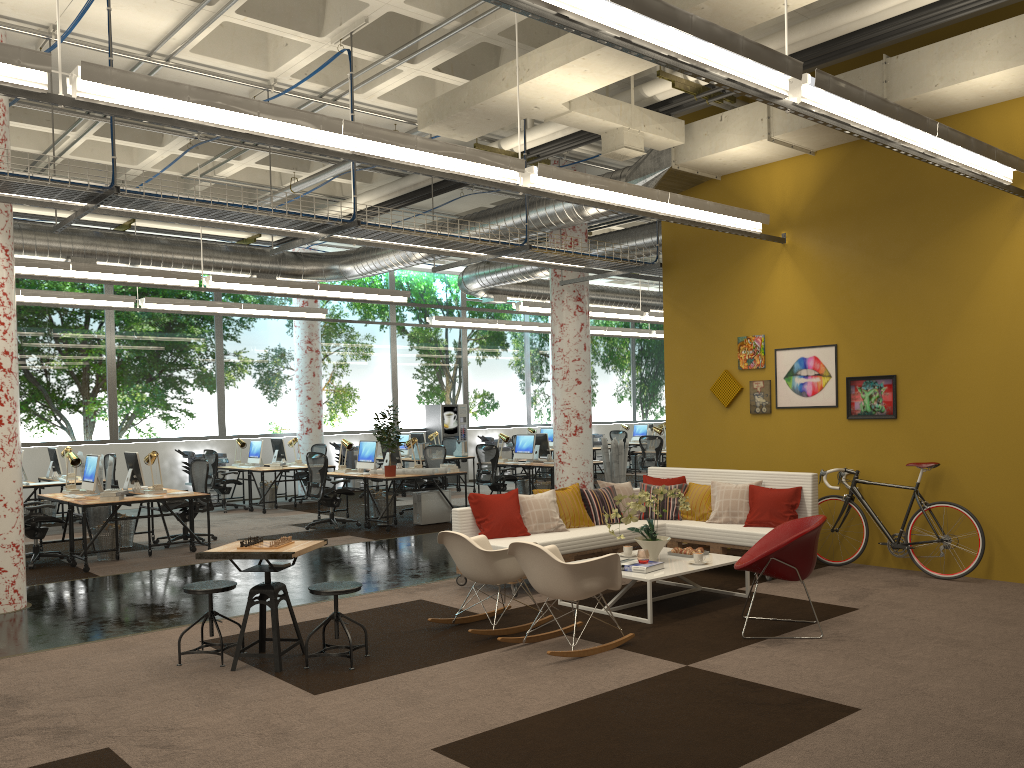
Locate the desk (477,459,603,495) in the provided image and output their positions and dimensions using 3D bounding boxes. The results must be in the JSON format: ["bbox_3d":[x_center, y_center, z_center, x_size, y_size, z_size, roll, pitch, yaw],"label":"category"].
[{"bbox_3d":[0.544,1.695,15.132,1.400,0.724,1.942,0,-2,-41],"label":"desk"}]

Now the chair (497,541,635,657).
[{"bbox_3d":[0.359,1.394,5.941,0.793,0.754,0.614,-1,0,-41],"label":"chair"}]

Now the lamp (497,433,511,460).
[{"bbox_3d":[-0.189,1.161,15.460,0.209,0.611,0.528,-2,0,-21],"label":"lamp"}]

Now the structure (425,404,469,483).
[{"bbox_3d":[-1.494,1.379,20.462,0.749,1.812,0.638,-2,1,-41],"label":"structure"}]

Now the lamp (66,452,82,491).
[{"bbox_3d":[-5.374,1.141,10.868,0.218,0.611,0.528,-2,0,-21],"label":"lamp"}]

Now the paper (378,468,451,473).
[{"bbox_3d":[-1.427,1.237,12.617,1.134,0.082,0.083,-2,0,14],"label":"paper"}]

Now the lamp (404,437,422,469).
[{"bbox_3d":[-1.437,1.093,13.080,0.209,0.611,0.528,-2,0,-21],"label":"lamp"}]

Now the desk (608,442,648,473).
[{"bbox_3d":[3.597,1.864,22.654,1.400,0.724,1.942,0,-2,-41],"label":"desk"}]

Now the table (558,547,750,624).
[{"bbox_3d":[1.173,1.626,7.304,1.261,0.330,0.985,0,-2,-41],"label":"table"}]

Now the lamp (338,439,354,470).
[{"bbox_3d":[-2.522,1.129,13.363,0.218,0.611,0.528,-2,0,-21],"label":"lamp"}]

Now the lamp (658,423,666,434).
[{"bbox_3d":[3.950,1.294,22.699,0.218,0.611,0.528,-2,0,-21],"label":"lamp"}]

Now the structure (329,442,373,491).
[{"bbox_3d":[-3.335,1.750,18.877,1.057,1.058,0.503,-1,0,-41],"label":"structure"}]

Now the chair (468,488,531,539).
[{"bbox_3d":[-0.129,1.200,8.120,0.534,0.445,0.301,-1,0,-24],"label":"chair"}]

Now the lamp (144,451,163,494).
[{"bbox_3d":[-4.284,1.105,10.587,0.218,0.611,0.528,-2,0,-21],"label":"lamp"}]

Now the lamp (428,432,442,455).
[{"bbox_3d":[-1.528,1.276,17.979,0.218,0.611,0.528,-2,0,-21],"label":"lamp"}]

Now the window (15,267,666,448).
[{"bbox_3d":[-3.430,-0.790,19.247,26.183,3.766,0.050,0,0,-41],"label":"window"}]

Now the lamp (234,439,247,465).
[{"bbox_3d":[-4.983,1.305,16.222,0.218,0.611,0.528,-2,0,-21],"label":"lamp"}]

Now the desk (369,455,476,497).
[{"bbox_3d":[-1.881,1.846,17.933,1.400,0.724,1.942,0,-2,-41],"label":"desk"}]

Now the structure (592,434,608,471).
[{"bbox_3d":[2.143,1.767,23.597,1.057,1.058,0.503,-1,0,-41],"label":"structure"}]

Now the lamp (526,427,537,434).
[{"bbox_3d":[0.400,1.322,20.861,0.218,0.611,0.528,-2,0,-21],"label":"lamp"}]

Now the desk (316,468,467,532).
[{"bbox_3d":[-1.785,1.663,13.036,1.400,0.725,1.942,0,-2,-41],"label":"desk"}]

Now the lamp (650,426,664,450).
[{"bbox_3d":[2.884,1.167,17.980,0.218,0.611,0.528,-2,0,-21],"label":"lamp"}]

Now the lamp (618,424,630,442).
[{"bbox_3d":[2.860,1.330,22.980,0.218,0.611,0.528,-2,0,-21],"label":"lamp"}]

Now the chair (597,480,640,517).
[{"bbox_3d":[1.151,1.210,9.216,0.545,0.438,0.334,-1,0,-36],"label":"chair"}]

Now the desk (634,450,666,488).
[{"bbox_3d":[3.622,1.701,17.653,1.400,0.724,1.942,0,-2,-41],"label":"desk"}]

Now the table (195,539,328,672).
[{"bbox_3d":[-1.597,1.430,5.756,0.626,0.760,0.616,-1,0,9],"label":"table"}]

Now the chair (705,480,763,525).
[{"bbox_3d":[2.176,1.162,8.674,0.526,0.428,0.311,-2,0,28],"label":"chair"}]

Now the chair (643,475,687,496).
[{"bbox_3d":[1.625,1.192,9.436,0.534,0.437,0.286,-2,0,22],"label":"chair"}]

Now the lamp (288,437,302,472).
[{"bbox_3d":[-3.898,1.269,15.939,0.209,0.611,0.528,-2,0,-21],"label":"lamp"}]

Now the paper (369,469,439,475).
[{"bbox_3d":[-1.554,1.236,12.509,1.135,0.082,0.083,-2,-1,24],"label":"paper"}]

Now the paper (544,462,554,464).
[{"bbox_3d":[0.884,1.282,14.533,0.625,0.061,0.568,0,-3,-43],"label":"paper"}]

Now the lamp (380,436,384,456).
[{"bbox_3d":[-2.613,1.313,18.262,0.209,0.611,0.528,-2,0,-21],"label":"lamp"}]

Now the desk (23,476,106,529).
[{"bbox_3d":[-7.112,1.830,13.426,1.400,0.724,1.942,0,-2,-41],"label":"desk"}]

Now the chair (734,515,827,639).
[{"bbox_3d":[1.900,1.332,6.270,0.636,0.813,0.833,-1,0,23],"label":"chair"}]

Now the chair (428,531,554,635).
[{"bbox_3d":[-0.159,1.426,6.543,0.793,0.754,0.614,-1,0,-41],"label":"chair"}]

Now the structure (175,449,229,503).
[{"bbox_3d":[-5.785,1.742,16.763,1.057,1.058,0.503,-1,0,-41],"label":"structure"}]

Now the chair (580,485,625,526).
[{"bbox_3d":[0.885,1.237,8.894,0.523,0.408,0.341,-1,0,-25],"label":"chair"}]

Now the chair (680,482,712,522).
[{"bbox_3d":[1.919,1.210,8.990,0.366,0.381,0.521,-1,-1,-44],"label":"chair"}]

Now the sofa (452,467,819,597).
[{"bbox_3d":[1.185,1.342,8.226,2.853,0.932,2.019,0,-2,-41],"label":"sofa"}]

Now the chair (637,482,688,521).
[{"bbox_3d":[1.546,1.224,9.152,0.516,0.392,0.357,-2,0,18],"label":"chair"}]

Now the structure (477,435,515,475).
[{"bbox_3d":[-0.317,1.759,21.478,1.057,1.058,0.503,-1,0,-41],"label":"structure"}]

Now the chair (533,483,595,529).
[{"bbox_3d":[0.511,1.205,8.652,0.546,0.439,0.316,-1,0,-28],"label":"chair"}]

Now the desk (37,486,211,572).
[{"bbox_3d":[-4.637,1.675,10.542,1.400,0.724,1.942,0,-2,-41],"label":"desk"}]

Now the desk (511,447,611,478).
[{"bbox_3d":[1.137,1.856,20.534,1.400,0.724,1.942,0,-2,-41],"label":"desk"}]

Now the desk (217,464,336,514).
[{"bbox_3d":[-4.246,1.839,15.895,1.400,0.724,1.942,0,-2,-41],"label":"desk"}]

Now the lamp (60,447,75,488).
[{"bbox_3d":[-6.764,1.260,13.470,0.209,0.611,0.528,-2,0,-21],"label":"lamp"}]

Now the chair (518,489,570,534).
[{"bbox_3d":[0.242,1.221,8.380,0.524,0.401,0.331,-1,0,-22],"label":"chair"}]
